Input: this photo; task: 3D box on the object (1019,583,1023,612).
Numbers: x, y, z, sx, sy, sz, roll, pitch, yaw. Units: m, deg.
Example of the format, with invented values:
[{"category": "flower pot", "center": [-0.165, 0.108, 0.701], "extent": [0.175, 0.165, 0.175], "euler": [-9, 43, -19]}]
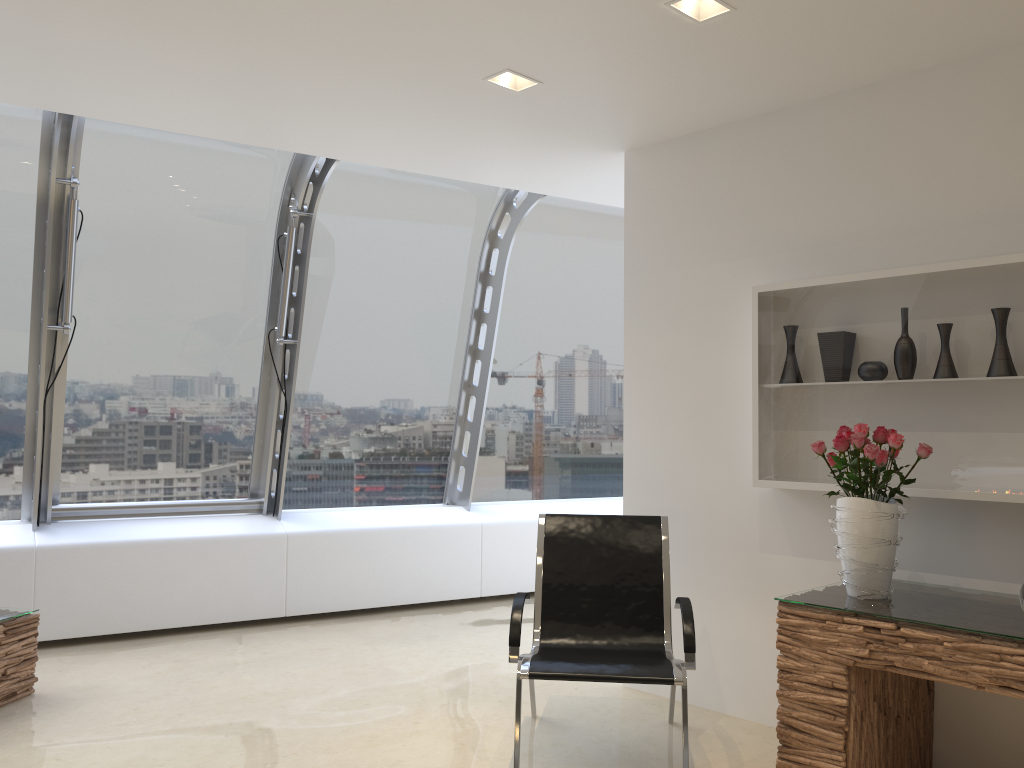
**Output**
[{"category": "object", "center": [1.718, 0.689, 2.827], "extent": [0.175, 0.179, 0.174], "euler": [1, -3, -11]}]

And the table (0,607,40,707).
[{"category": "table", "center": [-2.933, 1.343, 4.133], "extent": [0.923, 0.436, 1.007], "euler": [0, -3, 12]}]

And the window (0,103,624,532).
[{"category": "window", "center": [4.604, 0.067, 1.735], "extent": [16.171, 3.674, 16.693], "euler": [3, -4, -38]}]

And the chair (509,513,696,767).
[{"category": "chair", "center": [0.388, 1.099, 3.839], "extent": [0.752, 0.972, 0.943], "euler": [0, -3, 6]}]

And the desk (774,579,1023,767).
[{"category": "desk", "center": [1.730, 1.167, 3.020], "extent": [0.793, 0.762, 1.436], "euler": [3, -4, -44]}]

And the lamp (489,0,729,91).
[{"category": "lamp", "center": [3.066, -1.471, 0.643], "extent": [9.928, 0.004, 9.775], "euler": [3, -4, -43]}]

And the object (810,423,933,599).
[{"category": "object", "center": [1.358, 0.477, 3.374], "extent": [0.350, 0.654, 0.327], "euler": [2, -3, -24]}]
